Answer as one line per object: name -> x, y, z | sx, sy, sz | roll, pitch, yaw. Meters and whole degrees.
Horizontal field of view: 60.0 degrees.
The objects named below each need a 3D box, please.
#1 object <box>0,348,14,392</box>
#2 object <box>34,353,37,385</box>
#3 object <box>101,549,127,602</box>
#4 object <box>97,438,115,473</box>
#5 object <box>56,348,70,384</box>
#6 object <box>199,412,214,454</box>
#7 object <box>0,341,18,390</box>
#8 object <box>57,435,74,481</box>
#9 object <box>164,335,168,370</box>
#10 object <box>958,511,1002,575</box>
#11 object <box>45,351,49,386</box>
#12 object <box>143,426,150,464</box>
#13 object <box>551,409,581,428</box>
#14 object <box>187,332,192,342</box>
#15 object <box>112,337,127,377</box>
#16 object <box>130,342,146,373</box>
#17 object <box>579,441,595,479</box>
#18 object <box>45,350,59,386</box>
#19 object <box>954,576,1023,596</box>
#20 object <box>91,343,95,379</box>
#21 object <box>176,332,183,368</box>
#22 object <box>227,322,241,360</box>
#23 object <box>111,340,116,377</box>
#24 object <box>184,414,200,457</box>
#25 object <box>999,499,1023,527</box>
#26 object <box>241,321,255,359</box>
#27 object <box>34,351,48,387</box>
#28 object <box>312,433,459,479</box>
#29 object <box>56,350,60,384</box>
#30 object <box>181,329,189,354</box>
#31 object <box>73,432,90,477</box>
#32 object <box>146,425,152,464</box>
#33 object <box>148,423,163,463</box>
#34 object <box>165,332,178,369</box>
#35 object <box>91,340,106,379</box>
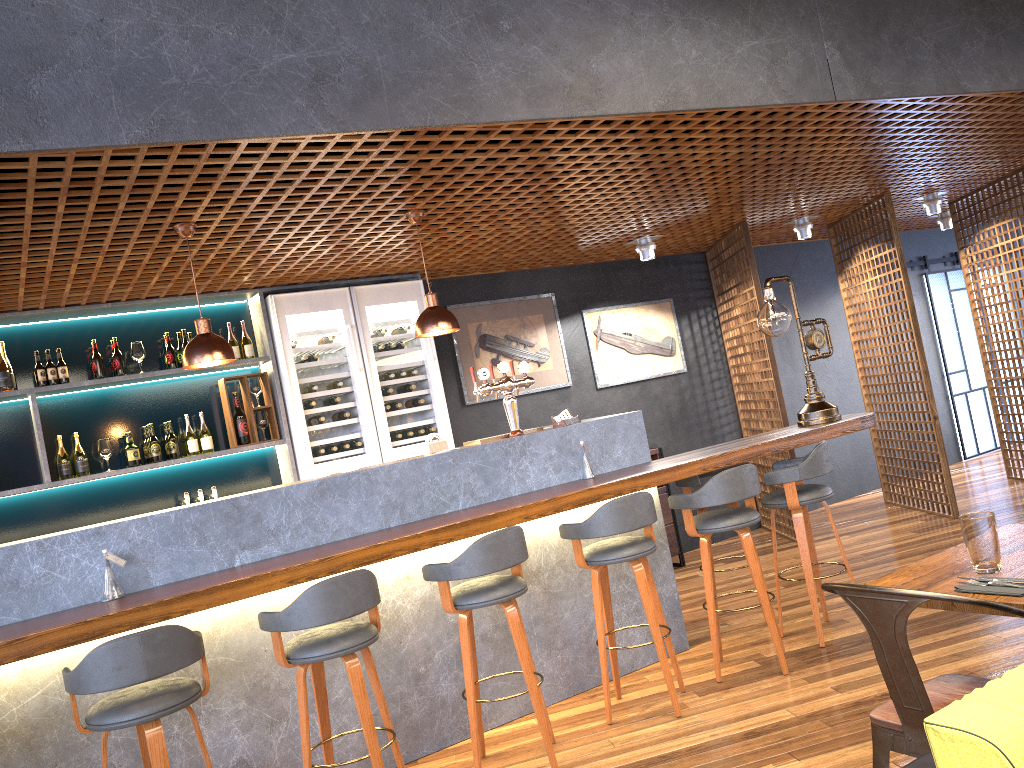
object -> -3.062, -0.111, 5.316 | 0.084, 0.330, 0.084 | -10, -2, -24
object -> -2.913, -0.081, 5.465 | 0.056, 0.227, 0.056 | -10, -2, -29
object -> -1.635, 0.774, 3.621 | 0.114, 0.203, 0.069 | -10, -2, -41
object -> -2.540, 0.448, 5.556 | 0.097, 0.206, 0.097 | -12, -2, 28
object -> -2.780, -0.107, 5.475 | 0.056, 0.227, 0.056 | -9, -3, -44
object -> -2.051, 0.325, 5.918 | 0.079, 0.281, 0.079 | -10, -2, -37
object -> -3.101, -0.099, 5.436 | 0.084, 0.330, 0.084 | -10, -2, -24
object -> -2.776, 0.454, 5.482 | 0.079, 0.281, 0.079 | -10, -2, -27
object -> -2.294, -0.202, 5.930 | 0.063, 0.254, 0.063 | -11, -2, -3
object -> 1.454, 0.493, 2.743 | 0.102, 0.178, 0.102 | -11, -2, 5
object -> -2.863, -0.090, 5.495 | 0.056, 0.227, 0.056 | -12, -2, 21
object -> -2.379, 0.401, 5.797 | 0.063, 0.254, 0.063 | -12, -2, 22
object -> 0.305, 0.190, 5.046 | 0.091, 0.091, 0.177 | -12, -2, 34
object -> -2.165, -0.225, 6.012 | 0.063, 0.254, 0.063 | -10, -2, -23
object -> -2.506, -0.170, 5.638 | 0.063, 0.254, 0.063 | -12, -2, 31
object -> -2.399, -0.165, 5.705 | 0.097, 0.206, 0.097 | -12, -2, 28
object -> 0.401, 0.414, 4.854 | 0.069, 0.203, 0.114 | -11, -2, 4
object -> -2.832, -0.098, 5.444 | 0.056, 0.227, 0.056 | -13, -2, 36
object -> 1.402, 0.579, 2.582 | 0.157, 0.019, 0.255 | -10, -2, -31
object -> -2.650, -0.141, 5.659 | 0.063, 0.254, 0.063 | -12, -2, 22
object -> -2.203, -0.221, 5.914 | 0.063, 0.254, 0.063 | -12, -2, 22
object -> -1.919, -0.284, 6.082 | 0.079, 0.281, 0.079 | -10, -2, -22
object -> -2.553, -0.158, 5.719 | 0.063, 0.254, 0.063 | -9, -3, -43
object -> -2.131, 0.339, 5.870 | 0.079, 0.281, 0.079 | -12, -2, 33
object -> 1.663, 0.404, 2.711 | 0.260, 0.271, 0.238 | -11, -2, -9
object -> -1.839, -0.299, 6.131 | 0.079, 0.281, 0.079 | -12, -2, 28
object -> -2.883, -0.089, 5.412 | 0.056, 0.227, 0.056 | -12, -2, 21
object -> -0.637, 0.350, 4.503 | 0.766, 0.106, 0.200 | -10, -2, -31
object -> -2.811, -0.100, 5.527 | 0.056, 0.227, 0.056 | -10, -2, -29
object -> -2.140, -0.236, 5.835 | 0.063, 0.254, 0.063 | -11, -2, -3
object -> -2.696, 0.440, 5.530 | 0.079, 0.281, 0.079 | -13, -2, 38
object -> -2.331, 0.389, 5.730 | 0.063, 0.254, 0.063 | -11, -2, -3
object -> -2.286, 0.378, 5.664 | 0.063, 0.254, 0.063 | -10, -2, -28
object -> -2.251, -0.214, 5.839 | 0.063, 0.254, 0.063 | -12, -2, 12
object -> -2.605, -0.153, 5.570 | 0.063, 0.254, 0.063 | -10, -2, -33
